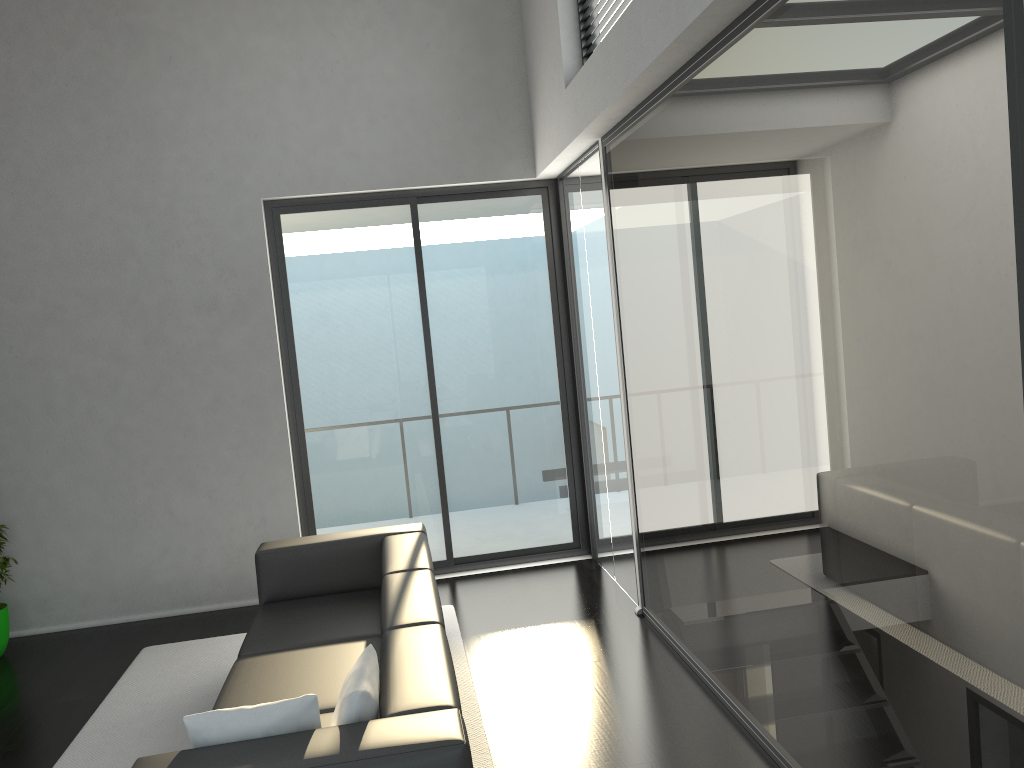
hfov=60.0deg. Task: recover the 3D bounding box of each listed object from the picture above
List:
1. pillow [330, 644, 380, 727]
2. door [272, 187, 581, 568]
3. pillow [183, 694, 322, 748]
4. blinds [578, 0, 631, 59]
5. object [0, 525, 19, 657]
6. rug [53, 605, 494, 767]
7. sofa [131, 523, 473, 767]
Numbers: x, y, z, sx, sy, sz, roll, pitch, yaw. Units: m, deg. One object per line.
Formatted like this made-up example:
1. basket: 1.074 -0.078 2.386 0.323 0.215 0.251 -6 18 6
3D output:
1. pillow: -0.485 1.048 2.730 0.169 0.361 0.376 -6 4 -6
2. door: -0.561 0.002 6.220 1.900 2.600 0.050 -6 4 -8
3. pillow: -0.735 1.083 2.596 0.376 0.358 0.186 -6 4 -6
4. blinds: 0.434 -2.365 4.365 0.048 1.372 1.076 -6 4 -8
5. object: -3.286 1.151 5.360 0.507 1.068 0.599 -7 5 -23
6. rug: -1.032 1.601 3.637 1.875 0.009 3.695 -6 4 -8
7. sofa: -0.730 1.224 3.669 0.943 0.652 2.781 -6 4 -8
